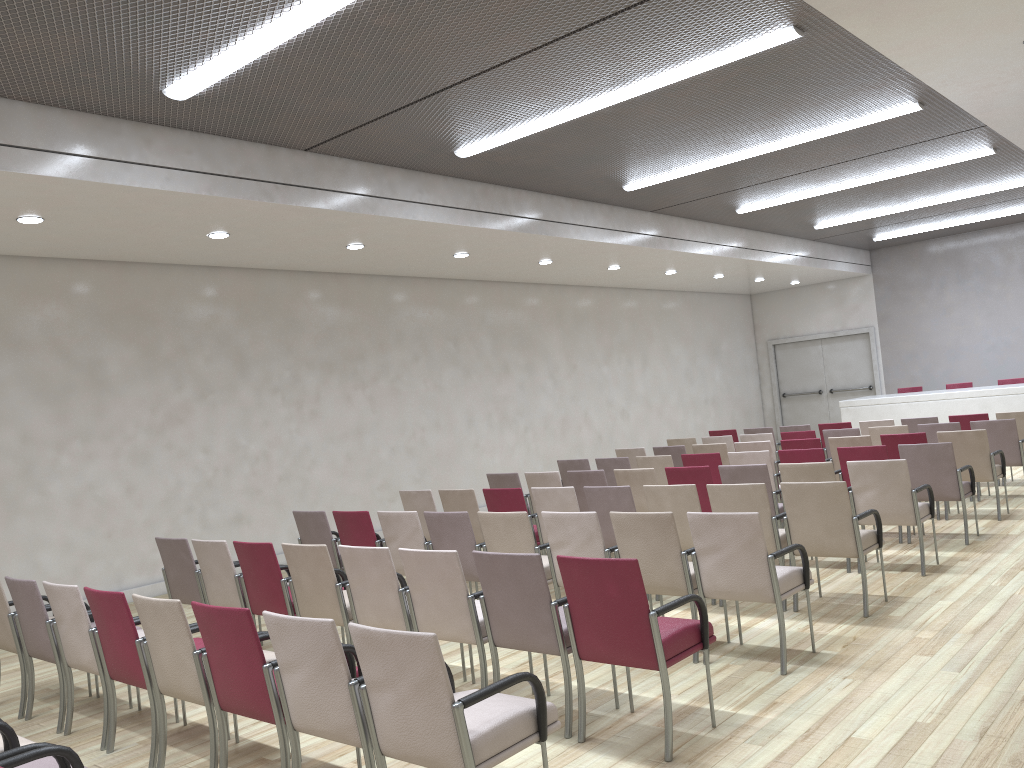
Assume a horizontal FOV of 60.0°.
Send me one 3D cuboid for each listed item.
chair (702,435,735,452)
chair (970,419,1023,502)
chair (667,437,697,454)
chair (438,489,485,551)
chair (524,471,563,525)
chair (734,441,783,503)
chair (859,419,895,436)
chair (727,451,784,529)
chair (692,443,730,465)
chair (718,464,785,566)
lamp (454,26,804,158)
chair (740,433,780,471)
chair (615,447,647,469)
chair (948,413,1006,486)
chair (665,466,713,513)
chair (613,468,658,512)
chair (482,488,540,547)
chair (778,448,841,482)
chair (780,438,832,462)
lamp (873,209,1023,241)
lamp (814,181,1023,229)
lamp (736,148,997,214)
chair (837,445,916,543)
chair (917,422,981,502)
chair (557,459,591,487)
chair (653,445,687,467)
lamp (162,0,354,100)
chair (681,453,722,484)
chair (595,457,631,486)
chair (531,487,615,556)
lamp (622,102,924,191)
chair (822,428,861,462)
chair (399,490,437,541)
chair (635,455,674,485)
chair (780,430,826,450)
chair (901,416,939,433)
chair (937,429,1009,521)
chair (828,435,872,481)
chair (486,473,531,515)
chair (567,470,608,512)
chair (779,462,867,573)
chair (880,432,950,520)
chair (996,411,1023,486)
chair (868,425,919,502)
[{"bbox_3d":[2.939,1.118,11.938,0.513,0.890,0.640,-7,-1,41],"label":"chair"},{"bbox_3d":[5.417,0.815,9.775,0.513,0.890,0.640,-7,-1,41],"label":"chair"},{"bbox_3d":[2.533,1.167,12.306,0.513,0.890,0.640,-7,-1,40],"label":"chair"},{"bbox_3d":[-0.275,1.377,8.226,0.513,0.890,0.640,-7,-1,41],"label":"chair"},{"bbox_3d":[0.530,1.312,9.145,0.513,0.890,0.640,-7,-1,41],"label":"chair"},{"bbox_3d":[2.964,1.081,10.287,0.513,0.890,0.640,-7,-1,41],"label":"chair"},{"bbox_3d":[4.992,0.901,11.792,0.513,0.890,0.640,-7,-1,41],"label":"chair"},{"bbox_3d":[2.575,1.096,9.007,0.513,0.890,0.640,-7,-1,41],"label":"chair"},{"bbox_3d":[2.550,1.132,10.662,0.513,0.890,0.640,-7,-1,40],"label":"chair"},{"bbox_3d":[2.183,1.111,7.724,0.513,0.890,0.640,-7,-1,41],"label":"chair"},{"bbox_3d":[0.762,-2.303,7.267,3.304,0.045,0.198,-7,-2,41],"label":"lamp"},{"bbox_3d":[3.357,1.067,11.591,0.513,0.890,0.640,-7,-1,40],"label":"chair"},{"bbox_3d":[1.717,1.233,11.370,0.513,0.890,0.640,-7,-2,42],"label":"chair"},{"bbox_3d":[5.813,0.800,11.067,0.513,0.890,0.640,-7,-1,40],"label":"chair"},{"bbox_3d":[1.781,1.160,8.081,0.513,0.890,0.640,-7,-1,40],"label":"chair"},{"bbox_3d":[1.360,1.211,8.422,0.513,0.890,0.640,-7,-1,41],"label":"chair"},{"bbox_3d":[0.143,1.326,7.859,0.513,0.890,0.640,-7,-1,41],"label":"chair"},{"bbox_3d":[2.978,1.046,8.645,0.513,0.890,0.640,-7,-1,41],"label":"chair"},{"bbox_3d":[3.381,1.030,9.922,0.513,0.890,0.640,-7,-1,40],"label":"chair"},{"bbox_3d":[8.168,-2.901,15.862,3.304,0.045,0.198,-7,-2,41],"label":"lamp"},{"bbox_3d":[6.309,-2.751,13.704,3.304,0.045,0.198,-7,-2,41],"label":"lamp"},{"bbox_3d":[4.480,-2.603,11.581,3.304,0.045,0.198,-7,-2,41],"label":"lamp"},{"bbox_3d":[3.411,0.994,8.281,0.513,0.890,0.640,-7,-1,41],"label":"chair"},{"bbox_3d":[5.007,0.865,10.136,0.513,0.890,0.640,-7,-1,41],"label":"chair"},{"bbox_3d":[0.927,1.297,10.446,0.513,0.890,0.640,-7,-1,40],"label":"chair"},{"bbox_3d":[2.136,1.182,11.008,0.513,0.890,0.640,-7,-1,40],"label":"chair"},{"bbox_3d":[-1.104,-2.153,5.101,3.304,0.045,0.198,-7,-2,41],"label":"lamp"},{"bbox_3d":[2.173,1.145,9.367,0.513,0.890,0.640,-7,-1,40],"label":"chair"},{"bbox_3d":[1.340,1.246,10.078,0.513,0.890,0.640,-7,-1,41],"label":"chair"},{"bbox_3d":[0.561,1.275,7.512,0.513,0.890,0.640,-7,-1,40],"label":"chair"},{"bbox_3d":[2.601,-2.452,9.401,3.304,0.045,0.198,-7,-2,41],"label":"lamp"},{"bbox_3d":[4.181,0.966,10.857,0.513,0.890,0.640,-7,-1,41],"label":"chair"},{"bbox_3d":[-0.682,1.427,8.582,0.513,0.890,0.640,-7,-1,41],"label":"chair"},{"bbox_3d":[1.748,1.197,9.725,0.513,0.890,0.640,-7,-1,41],"label":"chair"},{"bbox_3d":[3.780,1.015,11.227,0.513,0.890,0.640,-7,-1,41],"label":"chair"},{"bbox_3d":[5.388,0.852,11.434,0.513,0.890,0.640,-7,-2,42],"label":"chair"},{"bbox_3d":[4.613,0.880,8.863,0.513,0.890,0.640,-7,-1,40],"label":"chair"},{"bbox_3d":[3.791,0.981,9.580,0.513,0.890,0.640,-7,-1,40],"label":"chair"},{"bbox_3d":[0.130,1.361,9.513,0.513,0.890,0.640,-7,-2,42],"label":"chair"},{"bbox_3d":[0.944,1.261,8.787,0.513,0.890,0.640,-7,-2,42],"label":"chair"},{"bbox_3d":[2.592,1.060,7.357,0.513,0.890,0.640,-7,-1,40],"label":"chair"},{"bbox_3d":[4.202,0.931,9.224,0.513,0.890,0.640,-7,-1,41],"label":"chair"},{"bbox_3d":[6.210,0.752,10.715,0.513,0.890,0.640,-7,-1,41],"label":"chair"},{"bbox_3d":[4.596,0.916,10.512,0.513,0.890,0.640,-7,-1,40],"label":"chair"}]
